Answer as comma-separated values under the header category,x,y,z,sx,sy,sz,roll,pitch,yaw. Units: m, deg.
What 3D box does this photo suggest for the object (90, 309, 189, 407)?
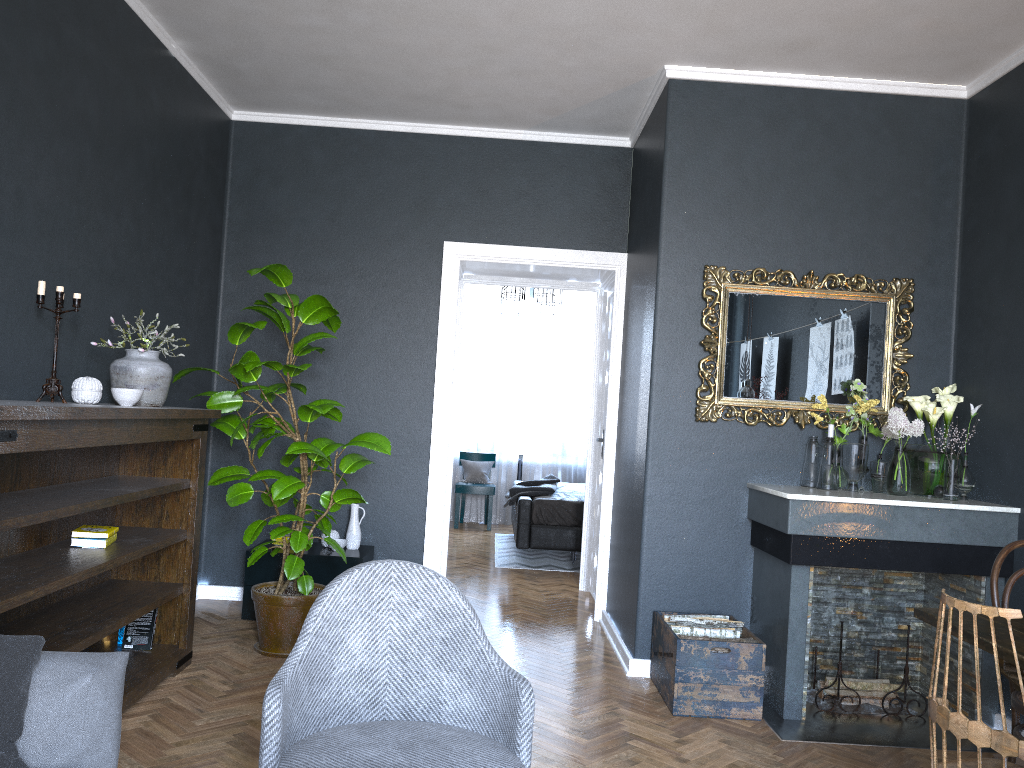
category,x,y,z,sx,sy,sz,roll,pitch,yaw
object,-1.552,-0.113,3.709,0.386,0.412,0.275,4,-2,-23

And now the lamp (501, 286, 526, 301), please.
category,x,y,z,sx,sy,sz,roll,pitch,yaw
lamp,0.032,-1.128,8.081,0.210,0.714,0.210,3,-1,13

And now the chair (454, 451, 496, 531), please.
category,x,y,z,sx,sy,sz,roll,pitch,yaw
chair,-0.398,1.156,9.675,0.435,0.798,0.592,4,-2,-1

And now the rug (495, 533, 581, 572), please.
category,x,y,z,sx,sy,sz,roll,pitch,yaw
rug,0.566,1.564,8.194,1.458,0.013,2.046,4,-2,-1

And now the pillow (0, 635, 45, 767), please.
category,x,y,z,sx,sy,sz,roll,pitch,yaw
pillow,-1.272,0.629,1.661,0.442,0.362,0.798,3,-2,17

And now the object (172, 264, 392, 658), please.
category,x,y,z,sx,sy,sz,roll,pitch,yaw
object,-1.170,0.373,4.440,1.118,1.898,0.764,4,-1,-7

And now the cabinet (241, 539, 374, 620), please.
category,x,y,z,sx,sy,sz,roll,pitch,yaw
cabinet,-1.168,1.148,5.147,0.650,0.390,0.456,4,-2,-1

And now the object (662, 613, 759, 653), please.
category,x,y,z,sx,sy,sz,roll,pitch,yaw
object,0.884,1.189,4.034,0.370,0.246,0.533,4,-2,-1

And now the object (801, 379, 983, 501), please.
category,x,y,z,sx,sy,sz,roll,pitch,yaw
object,1.784,0.244,4.149,0.727,0.546,0.474,4,-2,2

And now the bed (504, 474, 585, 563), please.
category,x,y,z,sx,sy,sz,roll,pitch,yaw
bed,1.114,1.019,8.249,2.375,1.161,2.266,4,-2,-1

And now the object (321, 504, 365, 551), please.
category,x,y,z,sx,sy,sz,roll,pitch,yaw
object,-1.018,0.829,5.189,0.228,0.268,0.229,3,-2,33

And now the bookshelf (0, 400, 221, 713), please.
category,x,y,z,sx,sy,sz,roll,pitch,yaw
bookshelf,-1.598,0.657,3.161,0.451,1.171,1.919,4,-2,-1

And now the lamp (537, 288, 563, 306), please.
category,x,y,z,sx,sy,sz,roll,pitch,yaw
lamp,0.352,-1.086,7.796,0.210,0.769,0.210,3,-1,13

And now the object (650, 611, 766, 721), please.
category,x,y,z,sx,sy,sz,roll,pitch,yaw
object,0.874,1.265,4.032,0.383,0.326,0.552,4,-2,-1

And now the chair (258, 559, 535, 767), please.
category,x,y,z,sx,sy,sz,roll,pitch,yaw
chair,-0.304,0.881,2.193,0.645,0.811,0.495,4,-2,-23

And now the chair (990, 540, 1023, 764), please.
category,x,y,z,sx,sy,sz,roll,pitch,yaw
chair,1.762,0.977,2.736,0.438,0.920,0.549,4,-1,2

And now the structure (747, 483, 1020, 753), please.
category,x,y,z,sx,sy,sz,roll,pitch,yaw
structure,1.627,0.993,3.971,1.065,0.980,0.834,4,-2,-1

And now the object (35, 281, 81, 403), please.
category,x,y,z,sx,sy,sz,roll,pitch,yaw
object,-1.670,-0.152,3.216,0.145,0.437,0.130,3,-2,35

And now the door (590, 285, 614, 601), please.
category,x,y,z,sx,sy,sz,roll,pitch,yaw
door,0.678,0.393,5.983,0.162,2.186,0.857,4,-1,-1

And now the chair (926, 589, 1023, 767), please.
category,x,y,z,sx,sy,sz,roll,pitch,yaw
chair,1.236,0.961,2.198,0.384,0.856,0.456,4,-1,-16

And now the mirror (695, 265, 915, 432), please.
category,x,y,z,sx,sy,sz,roll,pitch,yaw
mirror,1.444,-0.169,4.358,1.057,0.784,0.067,4,-1,-1

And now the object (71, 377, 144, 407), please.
category,x,y,z,sx,sy,sz,roll,pitch,yaw
object,-1.535,0.030,3.370,0.255,0.103,0.118,5,-2,-36

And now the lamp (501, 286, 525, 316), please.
category,x,y,z,sx,sy,sz,roll,pitch,yaw
lamp,0.025,-1.064,8.469,0.210,0.804,0.210,3,-1,13

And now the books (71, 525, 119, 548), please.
category,x,y,z,sx,sy,sz,roll,pitch,yaw
books,-1.635,0.630,3.518,0.174,0.113,0.197,4,-2,-12

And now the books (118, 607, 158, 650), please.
category,x,y,z,sx,sy,sz,roll,pitch,yaw
books,-1.673,1.085,3.975,0.179,0.193,0.122,4,-1,2

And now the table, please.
category,x,y,z,sx,sy,sz,roll,pitch,yaw
table,1.772,1.045,1.893,1.126,0.727,1.605,4,-2,-1

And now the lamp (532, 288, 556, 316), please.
category,x,y,z,sx,sy,sz,roll,pitch,yaw
lamp,0.330,-1.062,8.783,0.210,0.747,0.210,3,-1,13

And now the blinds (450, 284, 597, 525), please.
category,x,y,z,sx,sy,sz,roll,pitch,yaw
blinds,0.212,0.209,10.118,3.992,2.788,0.312,4,-1,-1

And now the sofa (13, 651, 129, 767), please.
category,x,y,z,sx,sy,sz,roll,pitch,yaw
sofa,-1.325,0.782,1.034,0.970,0.798,2.341,4,-2,-2

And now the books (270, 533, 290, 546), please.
category,x,y,z,sx,sy,sz,roll,pitch,yaw
books,-1.296,0.913,5.181,0.215,0.066,0.162,4,-2,-5
